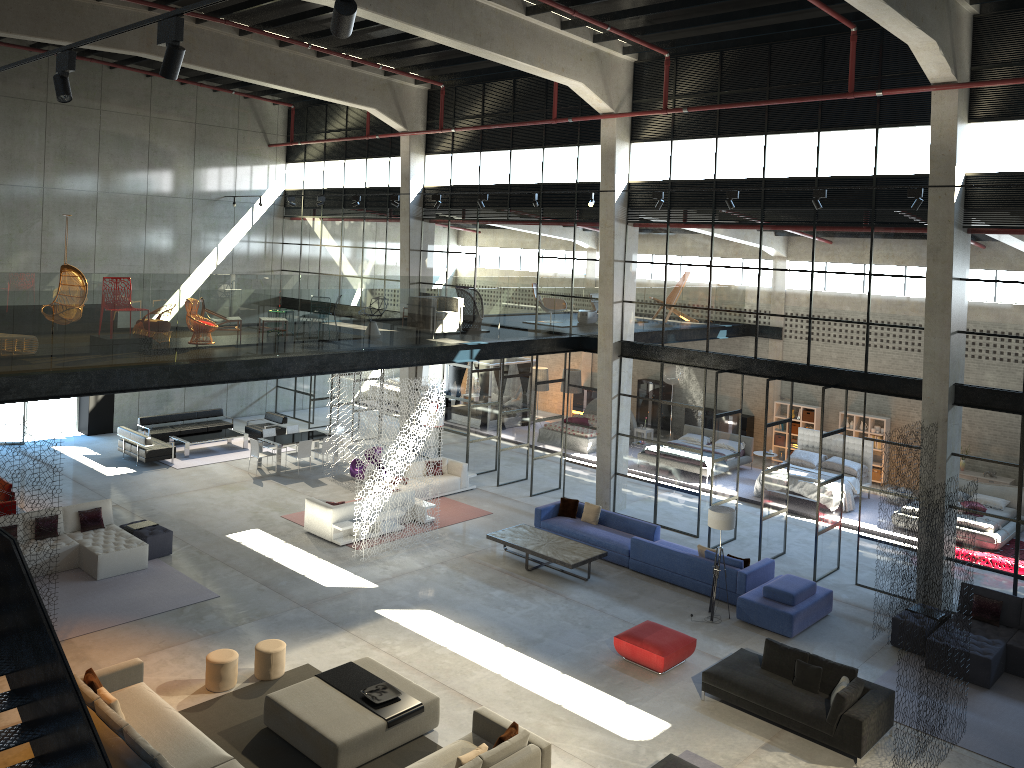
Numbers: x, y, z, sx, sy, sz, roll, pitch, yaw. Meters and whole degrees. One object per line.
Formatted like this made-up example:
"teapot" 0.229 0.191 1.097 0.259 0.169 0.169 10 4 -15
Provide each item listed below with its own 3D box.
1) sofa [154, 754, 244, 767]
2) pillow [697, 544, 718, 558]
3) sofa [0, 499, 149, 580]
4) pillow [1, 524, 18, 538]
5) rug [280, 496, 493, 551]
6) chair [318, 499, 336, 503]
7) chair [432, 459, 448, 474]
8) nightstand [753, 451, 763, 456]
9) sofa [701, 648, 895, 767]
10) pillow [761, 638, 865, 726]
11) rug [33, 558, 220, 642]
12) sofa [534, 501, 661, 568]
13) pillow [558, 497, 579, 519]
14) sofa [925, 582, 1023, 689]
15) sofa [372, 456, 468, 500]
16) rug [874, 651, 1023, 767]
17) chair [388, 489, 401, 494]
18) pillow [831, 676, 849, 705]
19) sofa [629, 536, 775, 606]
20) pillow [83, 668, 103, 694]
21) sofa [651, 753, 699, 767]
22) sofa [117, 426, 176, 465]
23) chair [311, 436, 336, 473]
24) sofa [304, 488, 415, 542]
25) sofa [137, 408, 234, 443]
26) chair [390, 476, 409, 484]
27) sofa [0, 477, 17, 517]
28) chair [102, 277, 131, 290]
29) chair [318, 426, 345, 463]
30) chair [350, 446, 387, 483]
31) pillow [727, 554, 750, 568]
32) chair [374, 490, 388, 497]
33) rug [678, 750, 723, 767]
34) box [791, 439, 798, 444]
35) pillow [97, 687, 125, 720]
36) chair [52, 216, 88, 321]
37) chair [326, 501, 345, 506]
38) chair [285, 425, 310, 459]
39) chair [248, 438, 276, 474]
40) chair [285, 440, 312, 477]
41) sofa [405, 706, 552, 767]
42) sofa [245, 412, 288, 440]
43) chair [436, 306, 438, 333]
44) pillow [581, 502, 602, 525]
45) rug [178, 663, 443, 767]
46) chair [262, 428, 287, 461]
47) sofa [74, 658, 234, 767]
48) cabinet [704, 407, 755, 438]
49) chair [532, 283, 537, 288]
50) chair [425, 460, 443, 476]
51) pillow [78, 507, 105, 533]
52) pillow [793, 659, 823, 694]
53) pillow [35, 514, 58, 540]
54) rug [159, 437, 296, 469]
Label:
"sofa" -2.394 4.100 7.984 2.354 0.719 1.055 10 10 43
"pillow" 3.433 3.023 15.306 0.404 0.380 0.207 7 5 44
"sofa" -8.227 2.810 14.128 1.839 0.865 4.160 9 11 42
"pillow" -8.483 2.569 14.714 0.384 0.334 0.220 -3 6 -44
"rug" -2.610 2.787 18.662 2.668 0.020 3.637 11 12 42
"chair" -3.632 2.413 17.453 0.391 0.271 0.320 5 6 18
"chair" -1.705 1.959 20.792 0.380 0.336 0.256 1 4 -13
"nightstand" 6.497 2.139 22.557 0.602 0.698 0.605 4 4 15
"sofa" 3.591 3.948 11.135 2.123 0.559 1.083 10 10 43
"pillow" 3.868 3.694 11.029 0.741 0.416 1.601 0 9 -18
"rug" -6.885 3.380 13.655 2.668 0.020 3.637 11 12 42
"sofa" 1.645 2.894 17.230 2.354 0.602 1.056 10 10 43
"pillow" 1.155 2.526 17.879 0.400 0.370 0.260 5 4 22
"sofa" 8.013 3.883 11.828 4.183 0.866 1.829 10 11 43
"sofa" -2.090 2.228 20.241 0.949 0.666 2.151 8 10 42
"rug" 6.666 4.348 11.266 3.657 0.020 2.653 11 12 42
"chair" -2.509 2.332 18.183 0.270 0.321 0.396 6 7 45
"pillow" 4.001 3.764 10.700 0.208 0.314 0.343 4 5 21
"sofa" 3.351 3.162 15.617 2.354 0.719 1.055 10 10 43
"pillow" -4.762 3.491 10.026 0.259 0.370 0.402 1 5 -26
"sofa" 2.997 4.365 8.285 4.080 0.561 1.479 6 9 21
"sofa" -9.289 1.546 22.297 1.664 0.755 0.822 9 8 43
"chair" -4.759 1.719 22.111 0.548 0.868 0.420 5 3 43
"sofa" -3.062 2.565 17.800 0.955 0.667 2.142 8 10 42
"sofa" -9.040 1.228 24.406 0.826 0.754 2.458 7 9 42
"chair" -2.537 2.158 19.760 0.415 0.107 0.411 2 8 -1
"sofa" -10.528 2.246 17.281 1.979 0.811 0.817 10 8 43
"chair" -6.564 -1.297 14.815 0.665 0.978 0.646 5 4 43
"chair" -4.717 1.583 22.994 0.422 0.868 0.545 5 4 43
"chair" -3.495 1.940 21.435 0.660 0.746 0.798 6 6 43
"pillow" 3.860 3.099 14.964 0.400 0.370 0.260 5 4 22
"chair" -2.741 2.352 17.987 0.270 0.317 0.394 5 6 30
"rug" 2.469 4.660 8.088 3.657 0.020 2.653 11 12 42
"box" 7.992 1.620 24.682 0.215 0.108 0.132 9 9 43
"pillow" -4.392 3.565 9.622 0.404 0.380 0.207 7 5 42
"chair" -7.235 -1.845 14.202 0.639 1.772 0.599 3 2 18
"chair" -3.449 2.443 17.252 0.402 0.335 0.284 2 4 -2
"chair" -5.594 1.560 22.894 0.548 0.868 0.420 5 3 43
"chair" -6.113 1.755 21.500 0.422 0.868 0.545 5 4 43
"chair" -5.237 1.778 21.600 0.548 0.868 0.420 5 3 43
"sofa" -0.757 4.050 8.767 1.061 0.719 2.341 8 10 42
"sofa" -6.954 1.259 24.794 0.958 0.756 0.822 8 7 43
"chair" -1.644 -1.440 18.761 0.810 0.830 0.984 7 7 43
"pillow" 1.582 2.593 17.536 0.404 0.380 0.207 7 5 44
"rug" -2.365 4.184 9.774 3.657 0.020 2.653 11 12 42
"chair" -6.072 1.619 22.382 0.548 0.868 0.420 5 3 43
"sofa" -4.087 3.778 9.570 2.354 0.719 1.055 10 10 43
"cabinet" 6.189 1.396 26.334 2.098 1.155 0.450 9 6 43
"chair" 1.049 -2.185 23.671 0.974 1.025 0.798 1 4 -19
"chair" -1.827 1.980 20.627 0.410 0.334 0.258 1 4 -14
"pillow" -7.532 2.433 15.723 0.237 0.343 0.414 5 6 42
"pillow" 3.740 3.695 11.099 0.345 0.306 0.187 7 5 40
"pillow" -8.048 2.483 15.184 0.193 0.376 0.407 5 5 43
"rug" -7.928 1.787 23.576 2.429 0.025 3.398 11 12 42
